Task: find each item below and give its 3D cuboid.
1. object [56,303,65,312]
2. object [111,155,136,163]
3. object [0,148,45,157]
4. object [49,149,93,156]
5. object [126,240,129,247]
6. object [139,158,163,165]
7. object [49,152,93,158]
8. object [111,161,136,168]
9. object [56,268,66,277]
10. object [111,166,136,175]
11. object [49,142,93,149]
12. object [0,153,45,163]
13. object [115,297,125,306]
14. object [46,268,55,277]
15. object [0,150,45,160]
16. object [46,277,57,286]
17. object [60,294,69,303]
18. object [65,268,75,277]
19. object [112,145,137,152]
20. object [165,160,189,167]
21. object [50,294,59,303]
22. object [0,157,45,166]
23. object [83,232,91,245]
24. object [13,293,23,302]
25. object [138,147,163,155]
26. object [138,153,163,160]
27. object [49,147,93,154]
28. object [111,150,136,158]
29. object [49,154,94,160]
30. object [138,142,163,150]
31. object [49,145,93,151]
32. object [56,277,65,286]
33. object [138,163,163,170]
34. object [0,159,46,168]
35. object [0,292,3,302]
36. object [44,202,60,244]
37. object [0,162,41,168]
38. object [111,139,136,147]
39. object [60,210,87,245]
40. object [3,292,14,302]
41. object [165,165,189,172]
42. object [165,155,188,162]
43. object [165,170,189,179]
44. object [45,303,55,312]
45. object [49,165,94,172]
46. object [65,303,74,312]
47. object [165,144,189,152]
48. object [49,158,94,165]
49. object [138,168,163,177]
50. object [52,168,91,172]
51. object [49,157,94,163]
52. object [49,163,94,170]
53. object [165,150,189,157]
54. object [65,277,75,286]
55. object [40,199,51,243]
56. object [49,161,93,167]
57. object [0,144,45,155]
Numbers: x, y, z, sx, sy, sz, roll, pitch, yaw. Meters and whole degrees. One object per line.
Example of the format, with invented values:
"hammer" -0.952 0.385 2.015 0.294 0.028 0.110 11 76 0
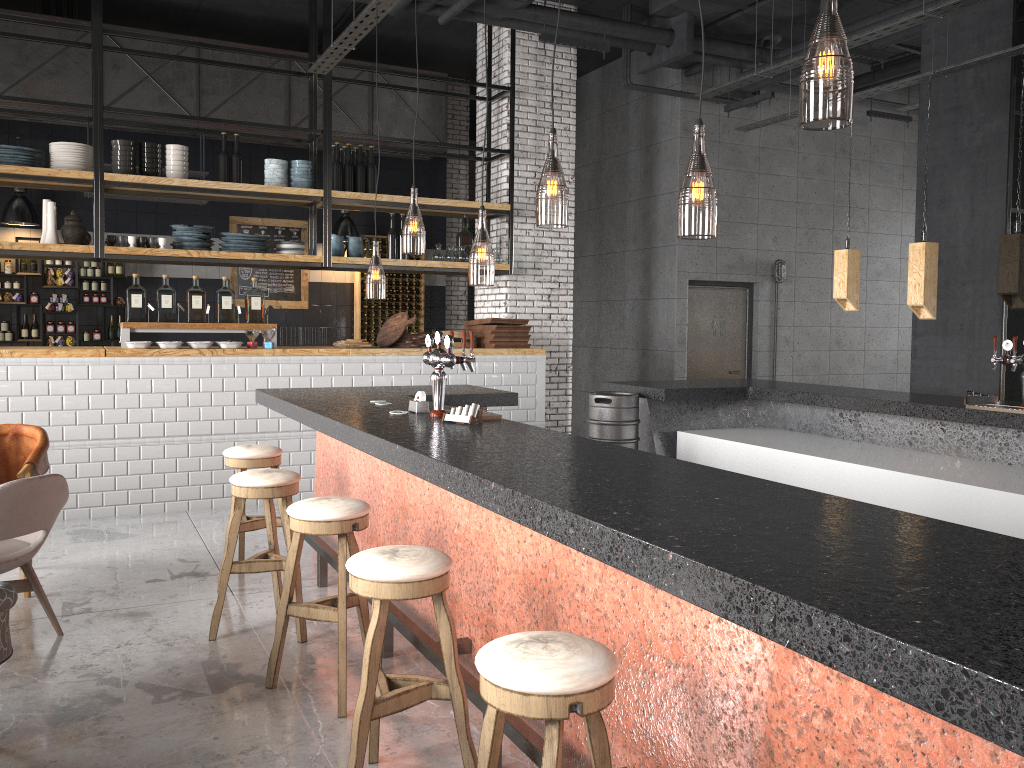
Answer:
"object" -5.153 -0.874 10.109 0.111 0.101 0.090 3 4 30
"object" -3.332 -1.896 7.614 0.196 0.102 0.197 1 4 3
"object" -4.069 -1.874 7.247 0.454 0.050 0.454 4 5 39
"object" -3.692 -1.918 7.431 0.335 0.041 0.335 3 5 33
"object" -3.351 -1.216 7.780 0.072 0.097 0.072 -2 4 -37
"object" -3.137 -1.901 7.704 0.196 0.107 0.196 3 4 35
"object" -3.692 -1.899 7.431 0.334 0.042 0.335 -3 5 -42
"object" -3.334 -1.852 7.615 0.196 0.104 0.196 3 4 28
"object" -5.131 -1.271 10.085 0.107 0.108 0.089 2 3 24
"object" -3.334 -1.808 7.619 0.196 0.102 0.197 0 4 -14
"object" -3.691 -1.976 7.429 0.335 0.039 0.335 4 5 38
"object" -4.070 -1.826 7.250 0.454 0.038 0.454 -1 4 -25
"object" -4.585 -0.968 10.367 0.107 0.108 0.089 2 3 24
"object" -5.225 -1.271 10.037 0.092 0.112 0.100 -2 4 -40
"object" -4.071 -1.850 7.249 0.454 0.037 0.454 2 4 18
"object" -5.224 -1.168 10.045 0.107 0.108 0.089 2 3 24
"object" -5.113 -0.975 10.123 0.111 0.101 0.090 3 4 30
"object" -5.049 -1.272 10.125 0.092 0.108 0.105 0 3 -15
"object" -3.325 -1.985 7.609 0.196 0.107 0.197 1 4 2
"object" -2.947 -1.904 7.798 0.196 0.104 0.197 1 4 9
"object" -5.202 -0.974 10.079 0.111 0.101 0.090 3 4 30
"object" -4.071 -1.803 7.250 0.454 0.042 0.454 2 4 24
"object" -3.723 -1.267 7.605 0.203 0.212 0.203 1 3 12
"object" -5.519 -0.971 9.910 0.092 0.108 0.105 0 3 -15
"object" -3.139 -1.988 7.701 0.196 0.102 0.196 -2 4 -33
"object" -3.140 -1.944 7.703 0.196 0.102 0.197 0 4 -16
"object" -3.692 -1.938 7.431 0.334 0.044 0.335 3 5 34
"object" -3.331 -1.940 7.611 0.196 0.100 0.196 3 4 29
"object" -3.692 -1.879 7.432 0.334 0.039 0.335 -1 4 -18
"object" -3.140 -2.033 7.702 0.196 0.103 0.196 4 5 40
"object" -3.691 -1.957 7.429 0.335 0.039 0.335 4 5 39
"object" -5.135 -1.172 10.087 0.092 0.112 0.100 -2 4 -40
"object" -3.142 -1.856 7.709 0.196 0.101 0.197 0 4 -7
"object" -4.071 -1.780 7.253 0.454 0.045 0.454 4 5 39
"object" -5.696 -0.970 9.822 0.092 0.112 0.100 -2 4 -40
"object" -3.803 -1.323 7.324 0.132 0.360 0.127 1 3 -1
"object" -4.072 -1.755 7.253 0.454 0.033 0.454 -1 4 -18
"object" -3.333 -2.029 7.608 0.196 0.105 0.197 0 4 -5
"object" -3.663 -1.302 7.409 0.196 0.305 0.196 1 3 12
"object" -5.601 -0.970 9.870 0.107 0.108 0.089 2 3 24
"object" -2.950 -1.860 7.799 0.196 0.104 0.196 4 5 40
"object" -2.951 -1.949 7.800 0.196 0.103 0.197 0 4 -10
"object" -2.947 -1.816 7.802 0.196 0.105 0.196 4 5 42
"object" -5.250 -0.876 10.051 0.085 0.111 0.119 3 4 33
"object" -3.694 -1.787 7.438 0.334 0.045 0.335 4 5 45
"object" -5.057 -0.880 10.145 0.092 0.112 0.100 -2 4 -40
"object" -2.948 -2.037 7.797 0.196 0.103 0.196 4 5 42
"object" -3.693 -1.844 7.435 0.335 0.039 0.335 3 4 30
"object" -3.144 -1.812 7.713 0.196 0.104 0.196 1 4 10
"object" -3.693 -1.766 7.438 0.335 0.033 0.335 1 4 12
"object" -3.692 -1.864 7.433 0.335 0.040 0.335 2 4 19
"object" -3.692 -1.805 7.436 0.335 0.037 0.335 3 4 30
"object" -2.947 -1.992 7.796 0.196 0.100 0.197 -1 4 -30
"object" -5.050 -1.171 10.130 0.092 0.108 0.105 0 3 -15
"object" -3.901 -1.348 7.443 0.126 0.394 0.126 1 3 14
"object" -3.693 -1.825 7.435 0.335 0.040 0.335 3 4 28
"object" -4.070 -1.897 7.247 0.454 0.039 0.454 0 4 -7
